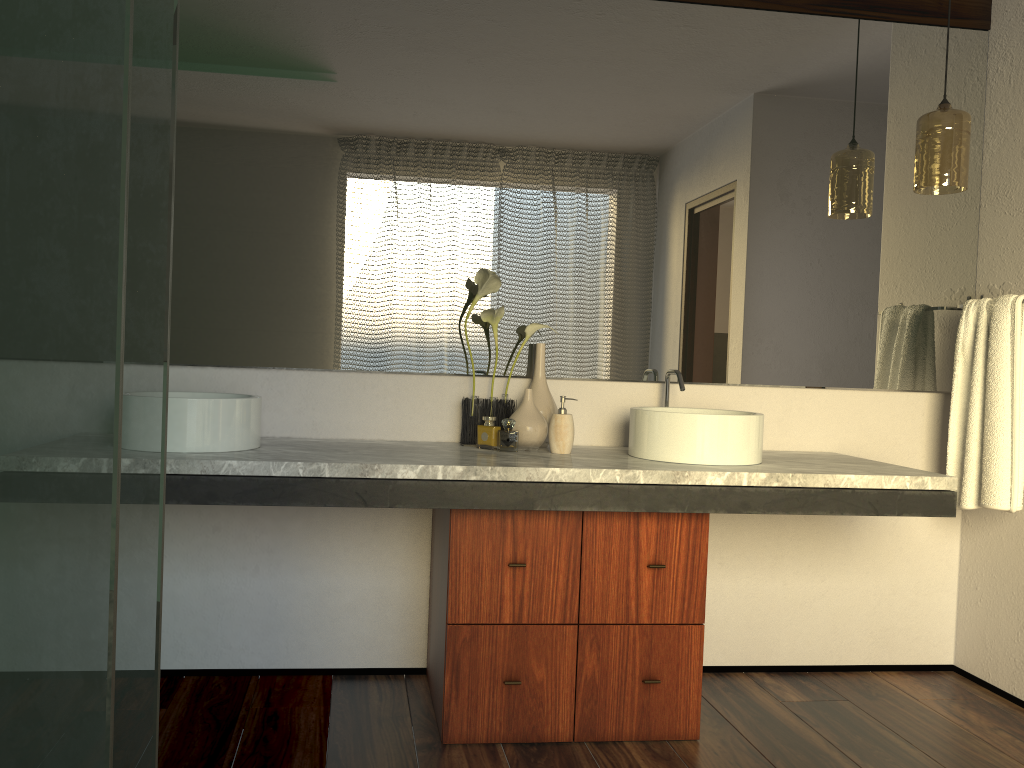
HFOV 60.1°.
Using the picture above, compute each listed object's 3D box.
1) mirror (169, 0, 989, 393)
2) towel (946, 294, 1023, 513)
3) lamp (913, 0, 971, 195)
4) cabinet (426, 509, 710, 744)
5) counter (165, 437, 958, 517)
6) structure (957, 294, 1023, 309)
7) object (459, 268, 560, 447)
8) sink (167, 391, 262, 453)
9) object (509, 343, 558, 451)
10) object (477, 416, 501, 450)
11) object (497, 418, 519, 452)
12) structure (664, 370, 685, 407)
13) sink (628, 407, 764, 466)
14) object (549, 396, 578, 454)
[{"bbox_3d":[-0.522,-0.614,2.565,4.053,1.152,0.017,2,1,-7],"label":"mirror"},{"bbox_3d":[1.397,0.061,2.596,0.162,0.636,0.255,2,1,9],"label":"towel"},{"bbox_3d":[1.246,-0.989,2.531,0.142,0.867,0.135,3,2,34],"label":"lamp"},{"bbox_3d":[0.124,0.588,2.430,0.655,0.599,0.516,2,1,-8],"label":"cabinet"},{"bbox_3d":[-0.052,0.236,2.359,2.244,0.101,0.591,2,1,-7],"label":"counter"},{"bbox_3d":[1.467,-0.236,2.606,0.101,0.088,0.372,2,1,-10],"label":"structure"},{"bbox_3d":[-0.017,-0.069,2.556,0.238,0.504,0.192,1,2,-30],"label":"object"},{"bbox_3d":[-0.826,0.092,2.270,0.355,0.131,0.359,2,1,-6],"label":"sink"},{"bbox_3d":[0.062,0.034,2.536,0.122,0.305,0.236,3,1,17],"label":"object"},{"bbox_3d":[-0.065,0.136,2.469,0.067,0.092,0.038,3,2,41],"label":"object"},{"bbox_3d":[-0.010,0.138,2.416,0.057,0.090,0.039,2,1,2],"label":"object"},{"bbox_3d":[0.450,0.078,2.599,0.066,0.242,0.165,2,1,-6],"label":"structure"},{"bbox_3d":[0.504,0.139,2.441,0.349,0.131,0.365,1,2,-31],"label":"sink"},{"bbox_3d":[0.137,0.112,2.433,0.069,0.158,0.072,2,2,-26],"label":"object"}]
